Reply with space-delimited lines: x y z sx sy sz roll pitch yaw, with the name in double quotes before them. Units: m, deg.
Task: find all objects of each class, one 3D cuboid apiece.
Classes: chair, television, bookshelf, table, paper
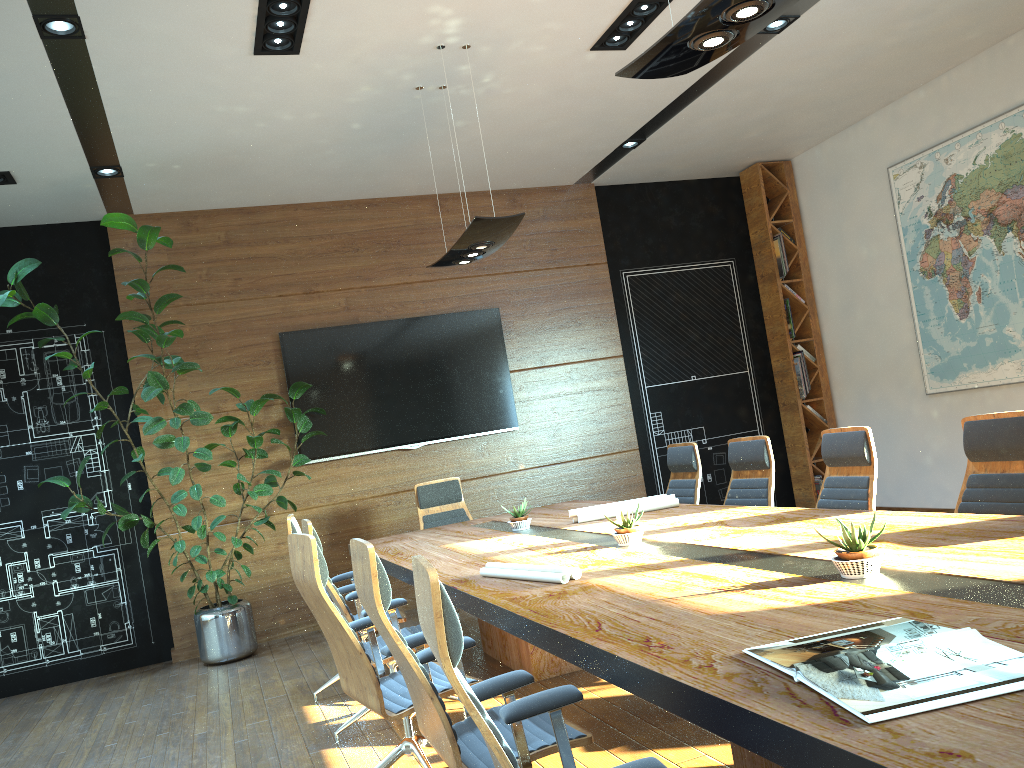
"chair" -0.940 1.294 5.371 0.695 1.127 0.708 -9 -2 -12
"chair" 1.287 0.927 5.428 0.694 1.127 0.709 -9 -2 -23
"chair" 1.014 1.021 6.240 0.694 1.127 0.708 -9 -2 -19
"chair" -0.393 1.292 6.864 0.704 1.127 0.698 -9 -2 -24
"chair" -0.655 1.198 4.556 0.694 1.127 0.708 -9 -2 -18
"television" -0.981 0.006 7.993 2.025 1.179 0.075 -8 -1 -19
"chair" 0.192 0.907 2.048 0.695 1.127 0.708 -9 -2 -12
"bookshelf" -0.900 0.126 7.804 8.608 3.688 0.320 -8 -1 -19
"table" 0.609 1.119 4.039 1.781 0.796 5.562 -8 -3 -19
"chair" -0.474 1.113 3.647 0.694 1.127 0.709 -9 -2 -28
"chair" 1.577 0.831 4.644 0.694 1.127 0.708 -9 -2 -17
"chair" -0.091 1.003 2.867 0.694 1.127 0.708 -9 -2 -19
"chair" 1.902 0.722 3.716 0.694 1.127 0.708 -9 -2 -19
"paper" 0.337 0.741 4.405 0.630 0.083 2.239 -11 -4 21

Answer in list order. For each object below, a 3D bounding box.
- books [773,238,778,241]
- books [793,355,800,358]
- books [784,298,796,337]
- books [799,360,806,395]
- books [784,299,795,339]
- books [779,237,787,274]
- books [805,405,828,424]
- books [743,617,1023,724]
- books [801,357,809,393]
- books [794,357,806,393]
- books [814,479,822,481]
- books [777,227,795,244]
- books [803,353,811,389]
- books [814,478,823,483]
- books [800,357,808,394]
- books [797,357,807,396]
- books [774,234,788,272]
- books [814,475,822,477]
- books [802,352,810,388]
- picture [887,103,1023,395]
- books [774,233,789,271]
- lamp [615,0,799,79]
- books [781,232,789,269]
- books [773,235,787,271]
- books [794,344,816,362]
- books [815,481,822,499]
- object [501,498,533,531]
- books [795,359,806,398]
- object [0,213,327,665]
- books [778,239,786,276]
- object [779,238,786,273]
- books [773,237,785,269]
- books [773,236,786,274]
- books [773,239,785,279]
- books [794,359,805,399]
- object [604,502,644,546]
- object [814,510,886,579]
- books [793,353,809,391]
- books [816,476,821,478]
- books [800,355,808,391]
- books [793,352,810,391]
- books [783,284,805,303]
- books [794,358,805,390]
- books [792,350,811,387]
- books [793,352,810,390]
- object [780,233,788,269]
"books" -1.030 -0.711 7.789 7.856 0.397 0.400 -8 -2 -19
"books" -0.834 0.465 7.773 7.934 0.397 0.400 -8 -2 -19
"books" -0.928 -0.111 7.776 7.866 0.395 0.399 -8 -2 -19
"books" -0.830 0.490 7.774 7.881 0.396 0.399 -8 -2 -19
"books" -0.929 -0.102 7.782 7.852 0.390 0.399 -8 -2 -19
"books" -1.031 -0.734 7.782 7.915 0.381 0.397 -8 -2 -19
"books" -0.760 0.877 7.754 8.405 0.220 0.234 -8 -2 -19
"books" 0.742 0.536 1.754 0.389 0.033 0.546 -9 -3 -8
"books" -0.833 0.463 7.769 7.950 0.383 0.402 -8 -2 -19
"books" -0.831 0.485 7.774 7.889 0.399 0.399 -8 -2 -19
"books" -0.617 1.699 7.726 7.885 0.389 0.399 -8 -2 -19
"books" -0.855 0.266 7.743 8.398 2.645 0.161 -8 -1 -19
"books" -0.837 0.431 7.766 8.014 0.381 0.397 -8 -2 -19
"books" -0.617 1.690 7.720 7.894 0.397 0.400 -8 -2 -19
"books" -0.831 0.474 7.767 7.925 0.383 0.401 -8 -2 -19
"books" -0.831 0.481 7.771 7.898 0.396 0.399 -8 -2 -19
"books" -1.036 -0.757 7.785 7.949 0.395 0.399 -8 -2 -19
"books" -0.633 1.663 7.754 7.971 0.384 0.385 -8 -2 -19
"books" -0.838 0.432 7.769 8.006 0.388 0.392 -8 -2 -19
"picture" 4.055 -1.095 6.388 0.030 2.061 3.245 -9 -3 -20
"books" -1.038 -0.768 7.787 7.974 0.393 0.399 -8 -2 -19
"lamp" 0.619 -1.721 2.711 0.339 1.198 1.201 -9 -2 -20
"books" -1.038 -0.771 7.783 7.982 0.390 0.399 -8 -2 -19
"books" -1.033 -0.747 7.781 7.925 0.397 0.393 -8 -2 -19
"books" -0.859 0.256 7.748 8.402 0.208 0.176 -8 -2 -19
"books" -0.615 1.707 7.724 7.879 0.383 0.402 -8 -2 -19
"object" 0.037 0.804 5.457 0.152 0.187 0.178 -8 -2 -31
"books" -0.826 0.497 7.766 7.861 0.396 0.399 -8 -2 -19
"object" -2.641 0.531 6.962 1.685 3.365 2.033 -10 -2 22
"books" -1.029 -0.715 7.784 7.877 0.383 0.401 -8 -2 -19
"object" -1.034 -0.736 7.790 7.905 0.396 0.399 -8 -2 -19
"books" -1.032 -0.727 7.788 7.887 0.396 0.399 -8 -2 -19
"books" -1.034 -0.733 7.791 7.896 0.399 0.399 -8 -2 -19
"books" -1.027 -0.706 7.783 7.847 0.389 0.399 -8 -2 -19
"books" -0.828 0.501 7.773 7.853 0.398 0.399 -8 -2 -19
"object" 0.522 0.639 4.053 0.153 0.187 0.177 -10 -2 20
"object" 1.013 0.471 2.618 0.177 0.187 0.154 -7 -3 -44
"books" -0.834 0.447 7.764 7.959 0.403 0.392 -8 -2 -19
"books" -0.629 1.678 7.747 7.922 0.398 0.399 -8 -2 -19
"books" -0.832 0.463 7.767 7.942 0.389 0.399 -8 -2 -19
"books" -0.835 0.440 7.765 7.981 0.397 0.389 -8 -2 -19
"books" -0.975 -0.349 7.798 8.398 0.230 0.239 -8 -2 -19
"books" -0.830 0.490 7.772 7.873 0.398 0.399 -8 -2 -19
"books" -0.839 0.419 7.765 8.023 0.397 0.393 -8 -2 -19
"books" -0.836 0.433 7.763 7.989 0.400 0.388 -8 -2 -19
"object" -1.039 -0.762 7.790 7.966 0.390 0.399 -8 -2 -19
